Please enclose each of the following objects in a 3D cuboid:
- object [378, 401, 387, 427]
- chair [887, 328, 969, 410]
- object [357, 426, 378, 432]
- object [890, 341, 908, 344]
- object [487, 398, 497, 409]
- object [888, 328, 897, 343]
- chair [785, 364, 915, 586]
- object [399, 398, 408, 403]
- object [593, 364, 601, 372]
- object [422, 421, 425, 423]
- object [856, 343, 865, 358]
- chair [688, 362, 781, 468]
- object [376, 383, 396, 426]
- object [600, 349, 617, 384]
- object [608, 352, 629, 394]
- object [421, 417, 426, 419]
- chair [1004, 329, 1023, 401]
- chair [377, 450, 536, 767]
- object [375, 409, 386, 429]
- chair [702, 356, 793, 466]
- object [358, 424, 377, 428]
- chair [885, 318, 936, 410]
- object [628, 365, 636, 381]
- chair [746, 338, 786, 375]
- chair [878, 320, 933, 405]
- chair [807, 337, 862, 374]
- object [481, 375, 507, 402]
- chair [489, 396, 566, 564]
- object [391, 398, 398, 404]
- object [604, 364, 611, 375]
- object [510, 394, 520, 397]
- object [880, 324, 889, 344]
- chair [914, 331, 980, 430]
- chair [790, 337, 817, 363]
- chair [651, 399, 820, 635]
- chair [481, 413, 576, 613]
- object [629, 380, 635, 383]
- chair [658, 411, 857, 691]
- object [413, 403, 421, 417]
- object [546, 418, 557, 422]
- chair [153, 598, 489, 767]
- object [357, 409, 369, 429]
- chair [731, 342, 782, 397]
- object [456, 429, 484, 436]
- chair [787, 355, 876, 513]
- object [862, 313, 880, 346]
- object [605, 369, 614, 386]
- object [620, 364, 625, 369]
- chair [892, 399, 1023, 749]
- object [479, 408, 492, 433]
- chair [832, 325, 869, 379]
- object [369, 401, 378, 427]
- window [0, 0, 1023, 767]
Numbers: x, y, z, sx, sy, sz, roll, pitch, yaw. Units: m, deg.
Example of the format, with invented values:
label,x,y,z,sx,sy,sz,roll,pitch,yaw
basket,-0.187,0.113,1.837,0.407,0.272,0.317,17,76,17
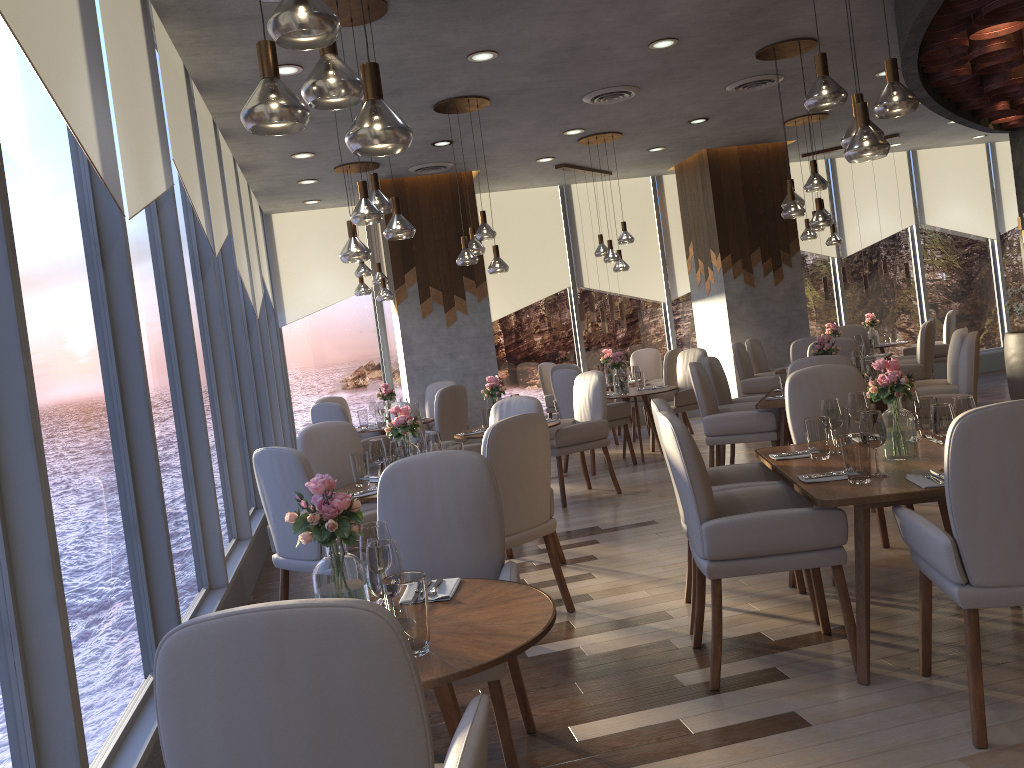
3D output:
label,x,y,z,sx,sy,sz,roll,pitch,yaw
object,-1.236,0.292,8.497,0.092,0.244,0.092,-8,2,-30
chair,3.089,0.117,6.540,0.599,0.999,0.529,-7,2,18
object,-1.380,0.426,8.455,0.157,0.019,0.256,-5,4,41
object,4.777,-0.514,10.998,0.254,0.019,0.158,-6,3,28
object,-0.143,0.237,6.820,0.092,0.244,0.092,-8,2,-25
object,4.796,-0.606,11.160,0.102,0.178,0.102,-8,2,-26
chair,1.686,0.411,4.441,0.528,0.999,0.600,-7,2,3
object,-1.043,0.260,8.622,0.092,0.244,0.092,-8,2,-29
object,1.009,-0.105,10.447,0.092,0.244,0.092,-8,2,-33
object,-0.971,0.372,8.469,0.254,0.019,0.158,-5,4,35
object,3.490,-0.319,8.905,0.102,0.178,0.102,-8,2,-21
chair,1.667,0.303,6.533,0.599,0.999,0.529,-7,2,20
object,-1.214,0.195,8.644,0.197,0.415,0.210,-7,2,27
object,1.149,-0.209,10.444,0.210,0.415,0.198,-7,1,2
object,1.069,-0.116,8.866,0.209,0.415,0.198,-6,2,37
object,-0.984,0.354,8.848,0.157,0.019,0.256,-5,4,39
chair,4.561,-0.049,7.551,0.595,0.837,0.775,-7,2,9
chair,-0.224,0.747,2.815,0.528,0.999,0.600,-7,2,3
object,-1.238,0.331,8.388,0.102,0.178,0.102,-7,2,7
chair,1.887,0.247,7.053,0.599,0.999,0.529,-7,2,25
object,-1.396,0.409,8.832,0.254,0.019,0.158,-5,4,34
chair,4.069,-0.146,9.092,0.599,0.999,0.529,-7,2,25
object,1.418,-0.123,10.393,0.102,0.178,0.102,-8,2,-8
chair,2.949,-0.034,9.747,0.599,0.999,0.529,-6,2,33
chair,3.803,-0.085,8.591,0.599,0.999,0.529,-6,2,33
chair,2.691,0.128,7.311,0.527,0.999,0.601,-7,2,20
object,-0.129,0.139,7.019,0.198,0.415,0.210,-9,2,-38
chair,-0.084,0.604,5.179,0.527,0.999,0.601,-6,2,42
object,-1.156,0.265,8.798,0.092,0.244,0.092,-7,1,19
object,1.117,-0.110,10.274,0.092,0.244,0.092,-8,2,-37
object,0.038,0.204,7.002,0.092,0.244,0.092,-6,2,44
object,4.685,-0.623,11.142,0.092,0.244,0.092,-8,1,-20
chair,2.887,0.171,6.009,0.599,0.999,0.529,-7,2,26
chair,2.974,0.031,8.446,0.527,0.999,0.601,-6,2,33
chair,0.982,0.529,3.956,0.599,0.999,0.529,-7,2,9
chair,-0.095,0.651,4.313,0.599,0.999,0.529,-6,2,45
object,1.377,-0.029,10.236,0.254,0.019,0.158,-5,4,36
chair,0.921,0.567,3.394,0.599,0.999,0.529,-7,2,3
object,-0.931,0.278,8.626,0.102,0.178,0.102,-9,2,-39
object,0.216,0.295,6.982,0.255,0.019,0.157,-9,3,-26
chair,-0.302,0.818,1.657,0.528,0.999,0.600,-7,2,3
object,-1.453,0.344,8.670,0.102,0.178,0.102,-7,2,0
chair,2.666,0.029,9.260,0.599,0.999,0.529,-7,2,27
object,-0.292,0.369,6.841,0.255,0.019,0.157,-9,3,-27
chair,2.084,0.289,5.760,0.527,0.999,0.601,-7,2,25
object,4.492,-0.680,11.055,0.198,0.415,0.210,-8,2,-33
object,1.128,-0.073,10.165,0.102,0.178,0.102,-8,2,-30
object,1.306,-0.141,10.390,0.092,0.244,0.092,-6,2,39
chair,1.543,0.518,2.777,0.528,0.999,0.600,-7,2,9
object,-0.185,0.281,6.722,0.102,0.178,0.102,-7,2,29
chair,3.769,-0.149,9.891,0.527,0.999,0.601,-7,2,27
object,-1.349,0.297,8.675,0.092,0.244,0.092,-8,1,-8
window,0.377,-0.990,8.480,8.047,3.196,16.164,-6,3,34
